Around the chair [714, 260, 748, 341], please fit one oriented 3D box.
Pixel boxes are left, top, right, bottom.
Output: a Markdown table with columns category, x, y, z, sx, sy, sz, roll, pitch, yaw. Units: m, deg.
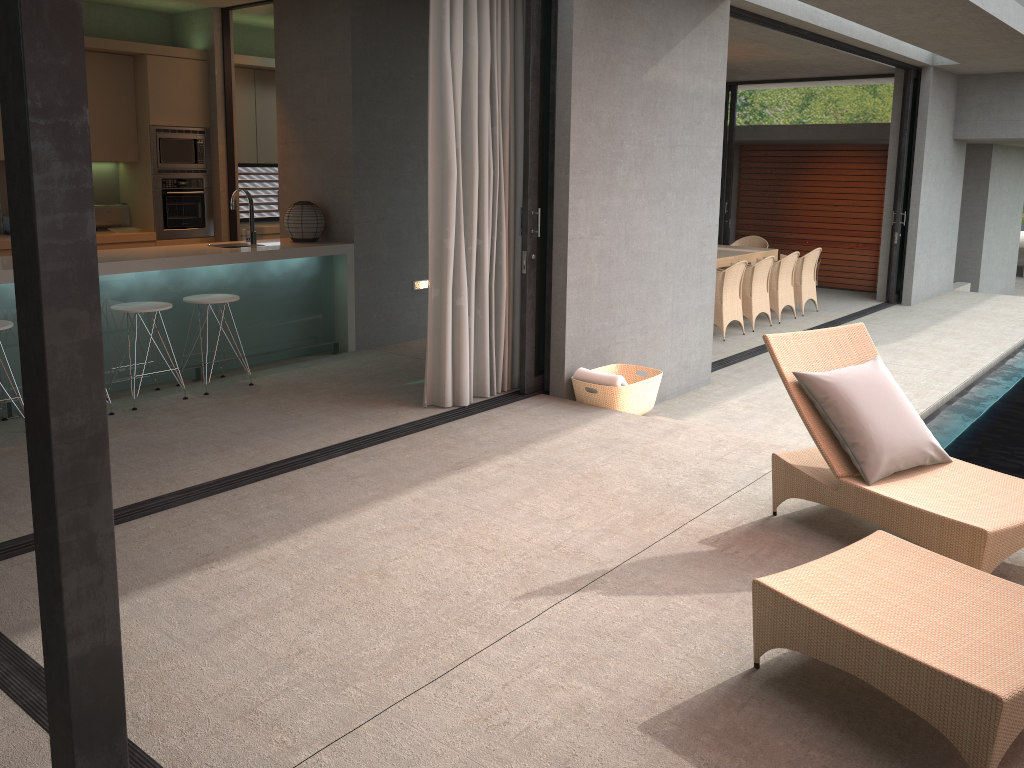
| category | x | y | z | sx | sy | sz | roll | pitch | yaw |
| --- | --- | --- | --- | --- | --- | --- | --- | --- | --- |
| chair | 2.260 | -0.968 | 9.821 | 0.634 | 0.851 | 0.622 | 10 | 14 | 38 |

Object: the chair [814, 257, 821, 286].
| category | x | y | z | sx | sy | sz | roll | pitch | yaw |
| --- | --- | --- | --- | --- | --- | --- | --- | --- | --- |
| chair | 5.357 | -1.965 | 16.422 | 0.631 | 0.851 | 0.626 | -3 | 12 | -20 |

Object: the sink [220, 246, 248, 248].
| category | x | y | z | sx | sy | sz | roll | pitch | yaw |
| --- | --- | --- | --- | --- | --- | --- | --- | --- | --- |
| sink | -2.173 | -0.999 | 6.963 | 0.377 | 0.132 | 0.377 | 12 | 17 | 38 |

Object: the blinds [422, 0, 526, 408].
| category | x | y | z | sx | sy | sz | roll | pitch | yaw |
| --- | --- | --- | --- | --- | --- | --- | --- | --- | --- |
| blinds | -0.220 | -1.342 | 5.757 | 0.231 | 2.894 | 0.893 | 8 | 12 | 35 |

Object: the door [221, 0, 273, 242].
| category | x | y | z | sx | sy | sz | roll | pitch | yaw |
| --- | --- | --- | --- | --- | --- | --- | --- | --- | --- |
| door | -2.835 | 0.123 | 2.671 | 5.777 | 4.409 | 15.558 | 3 | 14 | 11 |

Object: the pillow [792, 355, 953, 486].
| category | x | y | z | sx | sy | sz | roll | pitch | yaw |
| --- | --- | --- | --- | --- | --- | --- | --- | --- | --- |
| pillow | 1.618 | 0.146 | 3.962 | 0.611 | 0.421 | 0.432 | -7 | 14 | -32 |

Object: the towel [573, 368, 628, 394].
| category | x | y | z | sx | sy | sz | roll | pitch | yaw |
| --- | --- | --- | --- | --- | --- | --- | --- | --- | --- |
| towel | 0.641 | 0.054 | 6.026 | 0.371 | 0.307 | 0.312 | 11 | 15 | 39 |

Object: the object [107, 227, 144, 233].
| category | x | y | z | sx | sy | sz | roll | pitch | yaw |
| --- | --- | --- | --- | --- | --- | --- | --- | --- | --- |
| object | -3.523 | -1.403 | 8.064 | 0.310 | 0.034 | 0.315 | 3 | 14 | 8 |

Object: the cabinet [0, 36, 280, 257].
| category | x | y | z | sx | sy | sz | roll | pitch | yaw |
| --- | --- | --- | --- | --- | --- | --- | --- | --- | --- |
| cabinet | -3.650 | -1.505 | 6.970 | 1.978 | 2.530 | 7.539 | 10 | 16 | 38 |

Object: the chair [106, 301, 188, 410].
| category | x | y | z | sx | sy | sz | roll | pitch | yaw |
| --- | --- | --- | --- | --- | --- | --- | --- | --- | --- |
| chair | -2.397 | -0.201 | 5.757 | 0.384 | 0.615 | 0.385 | 9 | 14 | 38 |

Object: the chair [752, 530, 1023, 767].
| category | x | y | z | sx | sy | sz | roll | pitch | yaw |
| --- | --- | --- | --- | --- | --- | --- | --- | --- | --- |
| chair | 1.707 | 0.690 | 2.057 | 0.703 | 0.815 | 2.320 | -7 | 16 | -35 |

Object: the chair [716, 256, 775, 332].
| category | x | y | z | sx | sy | sz | roll | pitch | yaw |
| --- | --- | --- | --- | --- | --- | --- | --- | --- | --- |
| chair | 2.730 | -1.101 | 10.385 | 0.634 | 0.851 | 0.622 | 10 | 14 | 38 |

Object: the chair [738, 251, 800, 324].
| category | x | y | z | sx | sy | sz | roll | pitch | yaw |
| --- | --- | --- | --- | --- | --- | --- | --- | --- | --- |
| chair | 3.200 | -1.234 | 10.949 | 0.634 | 0.851 | 0.622 | 10 | 14 | 38 |

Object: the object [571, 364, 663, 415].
| category | x | y | z | sx | sy | sz | roll | pitch | yaw |
| --- | --- | --- | --- | --- | --- | --- | --- | --- | --- |
| object | 0.732 | 0.082 | 6.152 | 0.449 | 0.296 | 0.686 | 11 | 16 | 38 |

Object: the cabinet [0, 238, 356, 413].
| category | x | y | z | sx | sy | sz | roll | pitch | yaw |
| --- | --- | --- | --- | --- | --- | --- | --- | --- | --- |
| cabinet | -2.920 | -0.410 | 6.002 | 0.805 | 0.886 | 4.159 | 10 | 16 | 38 |

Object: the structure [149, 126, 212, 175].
| category | x | y | z | sx | sy | sz | roll | pitch | yaw |
| --- | --- | --- | --- | --- | --- | --- | --- | --- | --- |
| structure | -3.234 | -2.192 | 8.328 | 0.463 | 0.431 | 0.602 | 10 | 16 | 38 |

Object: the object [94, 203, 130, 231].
| category | x | y | z | sx | sy | sz | roll | pitch | yaw |
| --- | --- | --- | --- | --- | --- | --- | --- | --- | --- |
| object | -3.770 | -1.552 | 8.215 | 0.151 | 0.244 | 0.393 | 9 | 15 | 38 |

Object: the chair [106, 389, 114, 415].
| category | x | y | z | sx | sy | sz | roll | pitch | yaw |
| --- | --- | --- | --- | --- | --- | --- | --- | --- | --- |
| chair | -2.711 | -0.111 | 5.376 | 0.384 | 0.615 | 0.385 | 9 | 14 | 38 |

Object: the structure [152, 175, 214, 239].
| category | x | y | z | sx | sy | sz | roll | pitch | yaw |
| --- | --- | --- | --- | --- | --- | --- | --- | --- | --- |
| structure | -3.227 | -1.694 | 8.399 | 0.500 | 0.572 | 0.601 | 10 | 15 | 38 |

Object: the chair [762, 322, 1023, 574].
| category | x | y | z | sx | sy | sz | roll | pitch | yaw |
| --- | --- | --- | --- | --- | --- | --- | --- | --- | --- |
| chair | 2.023 | 0.379 | 3.333 | 0.703 | 0.815 | 2.322 | -6 | 15 | -31 |

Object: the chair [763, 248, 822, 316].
| category | x | y | z | sx | sy | sz | roll | pitch | yaw |
| --- | --- | --- | --- | --- | --- | --- | --- | --- | --- |
| chair | 3.669 | -1.367 | 11.513 | 0.634 | 0.851 | 0.622 | 10 | 14 | 38 |

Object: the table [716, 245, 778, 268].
| category | x | y | z | sx | sy | sz | roll | pitch | yaw |
| --- | --- | --- | --- | --- | --- | --- | --- | --- | --- |
| table | 2.121 | -1.296 | 11.351 | 1.288 | 0.746 | 3.287 | 11 | 17 | 38 |

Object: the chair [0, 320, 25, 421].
| category | x | y | z | sx | sy | sz | roll | pitch | yaw |
| --- | --- | --- | --- | --- | --- | --- | --- | --- | --- |
| chair | -3.016 | -0.025 | 5.010 | 0.384 | 0.615 | 0.385 | 9 | 14 | 38 |

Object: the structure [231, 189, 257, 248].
| category | x | y | z | sx | sy | sz | roll | pitch | yaw |
| --- | --- | --- | --- | --- | --- | --- | --- | --- | --- |
| structure | -2.096 | -1.282 | 6.828 | 0.260 | 0.435 | 0.098 | 9 | 13 | 39 |

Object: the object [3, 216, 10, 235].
| category | x | y | z | sx | sy | sz | roll | pitch | yaw |
| --- | --- | --- | --- | --- | --- | --- | --- | --- | --- |
| object | -4.177 | -1.389 | 7.716 | 0.242 | 0.158 | 0.404 | 11 | 17 | 38 |

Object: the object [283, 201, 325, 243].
| category | x | y | z | sx | sy | sz | roll | pitch | yaw |
| --- | --- | --- | --- | --- | --- | --- | --- | --- | --- |
| object | -1.724 | -1.351 | 7.343 | 0.341 | 0.330 | 0.344 | 8 | 14 | 30 |

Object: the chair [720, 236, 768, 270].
| category | x | y | z | sx | sy | sz | roll | pitch | yaw |
| --- | --- | --- | --- | --- | --- | --- | --- | --- | --- |
| chair | 3.399 | -1.727 | 12.948 | 0.621 | 0.851 | 0.635 | 10 | 14 | 38 |

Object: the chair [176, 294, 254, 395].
| category | x | y | z | sx | sy | sz | roll | pitch | yaw |
| --- | --- | --- | --- | --- | --- | --- | --- | --- | --- |
| chair | -2.077 | -0.293 | 6.143 | 0.384 | 0.615 | 0.385 | 9 | 14 | 38 |
